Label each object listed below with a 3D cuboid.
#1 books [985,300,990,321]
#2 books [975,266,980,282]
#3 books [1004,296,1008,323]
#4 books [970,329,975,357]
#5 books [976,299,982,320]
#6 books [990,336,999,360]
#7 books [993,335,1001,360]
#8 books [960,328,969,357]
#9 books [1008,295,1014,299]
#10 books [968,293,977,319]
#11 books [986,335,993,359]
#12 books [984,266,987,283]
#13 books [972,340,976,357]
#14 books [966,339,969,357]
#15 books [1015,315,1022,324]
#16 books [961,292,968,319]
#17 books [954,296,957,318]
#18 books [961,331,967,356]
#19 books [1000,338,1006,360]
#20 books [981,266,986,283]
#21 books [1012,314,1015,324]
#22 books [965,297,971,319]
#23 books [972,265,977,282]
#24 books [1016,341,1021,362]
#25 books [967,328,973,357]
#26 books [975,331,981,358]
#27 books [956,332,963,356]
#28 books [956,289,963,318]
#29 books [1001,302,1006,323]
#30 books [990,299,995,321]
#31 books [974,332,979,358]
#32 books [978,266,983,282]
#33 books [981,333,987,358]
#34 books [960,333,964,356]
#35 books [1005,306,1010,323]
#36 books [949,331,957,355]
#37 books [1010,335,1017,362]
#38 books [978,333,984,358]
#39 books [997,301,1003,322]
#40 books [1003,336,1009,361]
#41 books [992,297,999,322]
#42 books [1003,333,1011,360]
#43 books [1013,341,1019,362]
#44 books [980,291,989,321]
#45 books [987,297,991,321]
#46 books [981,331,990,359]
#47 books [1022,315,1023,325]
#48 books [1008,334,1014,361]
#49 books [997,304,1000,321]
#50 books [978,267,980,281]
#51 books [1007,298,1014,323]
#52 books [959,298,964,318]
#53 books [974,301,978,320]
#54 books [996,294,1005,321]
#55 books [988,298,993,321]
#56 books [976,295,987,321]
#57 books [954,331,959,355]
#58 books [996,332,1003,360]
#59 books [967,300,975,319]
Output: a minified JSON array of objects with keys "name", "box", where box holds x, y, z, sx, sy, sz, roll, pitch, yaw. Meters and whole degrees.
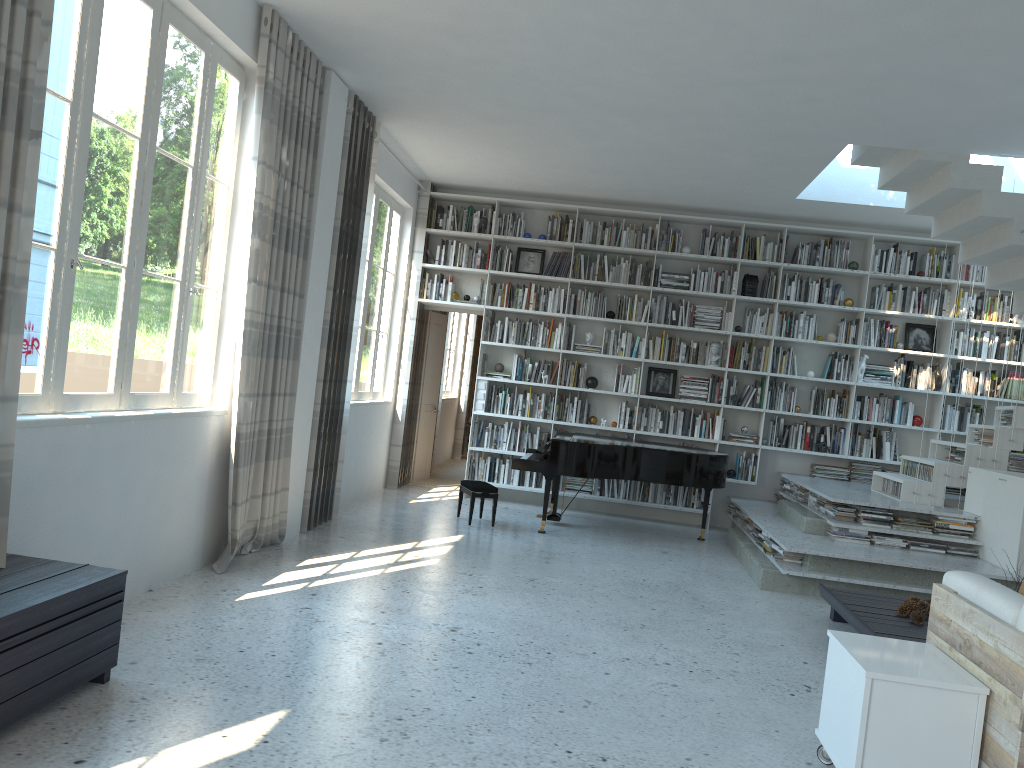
[{"name":"books","box":[4.662,-0.715,8.763,0.014,0.206,0.184,7,1,6]},{"name":"books","box":[4.613,-1.141,8.837,0.012,0.306,0.184,7,1,6]},{"name":"books","box":[4.872,-0.729,8.827,0.024,0.281,0.153,7,1,6]},{"name":"books","box":[4.562,-0.401,8.846,0.012,0.293,0.165,7,1,6]},{"name":"books","box":[4.600,-0.725,8.780,0.025,0.211,0.134,7,1,6]},{"name":"books","box":[4.766,-0.354,8.820,0.045,0.245,0.177,7,1,6]},{"name":"books","box":[4.801,-0.356,8.822,0.023,0.258,0.184,7,1,6]},{"name":"books","box":[4.498,-0.405,8.838,0.014,0.285,0.185,7,1,6]},{"name":"books","box":[4.946,-0.727,8.821,0.011,0.294,0.151,7,1,6]},{"name":"books","box":[4.541,-0.758,8.780,0.023,0.263,0.158,7,1,6]},{"name":"books","box":[4.741,-0.361,8.843,0.012,0.254,0.161,7,1,6]},{"name":"books","box":[4.693,-1.111,8.835,0.029,0.264,0.179,7,1,6]},{"name":"books","box":[4.576,-0.343,8.859,0.027,0.179,0.157,7,1,6]},{"name":"books","box":[4.517,-0.356,8.869,0.028,0.191,0.136,7,1,6]},{"name":"books","box":[5.006,-0.700,8.800,0.070,0.254,0.154,7,1,6]},{"name":"books","box":[4.443,-0.769,8.770,0.026,0.263,0.189,7,1,6]},{"name":"books","box":[4.384,-0.791,8.808,0.036,0.294,0.135,7,1,6]},{"name":"books","box":[4.478,-0.393,8.855,0.026,0.256,0.173,7,1,6]},{"name":"books","box":[4.861,-0.339,8.836,0.028,0.237,0.146,7,1,6]},{"name":"books","box":[4.668,-1.111,8.837,0.022,0.259,0.163,7,1,6]},{"name":"books","box":[4.962,-0.721,8.808,0.023,0.287,0.163,7,1,6]},{"name":"books","box":[4.478,-0.745,8.777,0.049,0.224,0.161,7,1,6]},{"name":"books","box":[4.581,-1.113,8.840,0.023,0.244,0.182,7,1,6]},{"name":"books","box":[4.986,-0.315,8.804,0.025,0.220,0.177,7,1,6]},{"name":"books","box":[4.547,-0.405,8.859,0.022,0.297,0.162,7,1,6]},{"name":"books","box":[4.619,-0.384,8.849,0.025,0.271,0.152,7,1,6]},{"name":"books","box":[4.441,-0.392,8.848,0.023,0.247,0.182,7,1,6]},{"name":"books","box":[4.404,-0.789,8.782,0.010,0.294,0.183,7,1,6]},{"name":"books","box":[4.847,-0.697,8.805,0.013,0.213,0.186,7,1,6]},{"name":"books","box":[4.709,-0.717,8.754,0.013,0.222,0.174,7,1,6]},{"name":"books","box":[4.599,-0.381,8.842,0.013,0.260,0.158,7,1,6]},{"name":"books","box":[4.645,-1.122,8.844,0.027,0.275,0.148,7,1,6]},{"name":"books","box":[4.665,-0.374,8.832,0.022,0.263,0.172,7,1,6]},{"name":"books","box":[4.459,-0.386,8.863,0.011,0.239,0.172,7,1,6]},{"name":"books","box":[4.895,-0.676,8.825,0.034,0.183,0.156,7,1,6]},{"name":"books","box":[4.400,-0.400,8.867,0.012,0.254,0.161,7,1,6]},{"name":"books","box":[4.937,-0.345,8.802,0.028,0.268,0.173,7,1,6]},{"name":"books","box":[4.642,-0.375,8.837,0.024,0.259,0.156,7,1,6]},{"name":"books","box":[4.820,-0.704,8.813,0.023,0.220,0.171,7,1,6]},{"name":"books","box":[4.887,-0.343,8.823,0.025,0.252,0.160,7,1,6]},{"name":"books","box":[4.739,-0.724,8.773,0.042,0.242,0.247,7,1,6]},{"name":"books","box":[4.906,-0.356,8.811,0.012,0.283,0.151,7,1,6]},{"name":"books","box":[4.960,-0.314,8.798,0.025,0.211,0.188,7,1,6]},{"name":"books","box":[4.649,-0.762,8.760,0.022,0.296,0.152,7,1,6]},{"name":"books","box":[4.682,-0.731,8.767,0.022,0.242,0.144,7,1,6]},{"name":"books","box":[4.692,-0.382,8.834,0.030,0.284,0.166,7,1,6]},{"name":"books","box":[5.049,-0.674,8.793,0.023,0.213,0.180,7,1,6]},{"name":"books","box":[4.918,-0.352,8.807,0.013,0.277,0.188,7,1,6]},{"name":"books","box":[4.798,-0.705,8.831,0.024,0.217,0.167,7,1,6]},{"name":"books","box":[4.624,-1.117,8.845,0.014,0.260,0.167,7,1,6]},{"name":"books","box":[4.926,-0.712,8.802,0.022,0.261,0.160,7,1,6]},{"name":"books","box":[4.416,-0.743,8.781,0.024,0.205,0.165,7,1,6]},{"name":"books","box":[4.572,-0.722,8.818,0.038,0.199,0.170,7,1,6]},{"name":"books","box":[4.841,-0.739,8.818,0.010,0.295,0.165,7,1,6]},{"name":"books","box":[4.698,-0.726,8.765,0.012,0.238,0.165,7,1,6]},{"name":"books","box":[4.624,-0.743,8.759,0.023,0.254,0.189,7,1,6]},{"name":"books","box":[4.420,-0.396,8.878,0.026,0.250,0.160,7,1,6]},{"name":"books","box":[4.838,-0.369,8.838,0.024,0.292,0.132,7,1,6]},{"name":"books","box":[4.512,-0.726,8.768,0.024,0.193,0.189,7,1,6]}]
